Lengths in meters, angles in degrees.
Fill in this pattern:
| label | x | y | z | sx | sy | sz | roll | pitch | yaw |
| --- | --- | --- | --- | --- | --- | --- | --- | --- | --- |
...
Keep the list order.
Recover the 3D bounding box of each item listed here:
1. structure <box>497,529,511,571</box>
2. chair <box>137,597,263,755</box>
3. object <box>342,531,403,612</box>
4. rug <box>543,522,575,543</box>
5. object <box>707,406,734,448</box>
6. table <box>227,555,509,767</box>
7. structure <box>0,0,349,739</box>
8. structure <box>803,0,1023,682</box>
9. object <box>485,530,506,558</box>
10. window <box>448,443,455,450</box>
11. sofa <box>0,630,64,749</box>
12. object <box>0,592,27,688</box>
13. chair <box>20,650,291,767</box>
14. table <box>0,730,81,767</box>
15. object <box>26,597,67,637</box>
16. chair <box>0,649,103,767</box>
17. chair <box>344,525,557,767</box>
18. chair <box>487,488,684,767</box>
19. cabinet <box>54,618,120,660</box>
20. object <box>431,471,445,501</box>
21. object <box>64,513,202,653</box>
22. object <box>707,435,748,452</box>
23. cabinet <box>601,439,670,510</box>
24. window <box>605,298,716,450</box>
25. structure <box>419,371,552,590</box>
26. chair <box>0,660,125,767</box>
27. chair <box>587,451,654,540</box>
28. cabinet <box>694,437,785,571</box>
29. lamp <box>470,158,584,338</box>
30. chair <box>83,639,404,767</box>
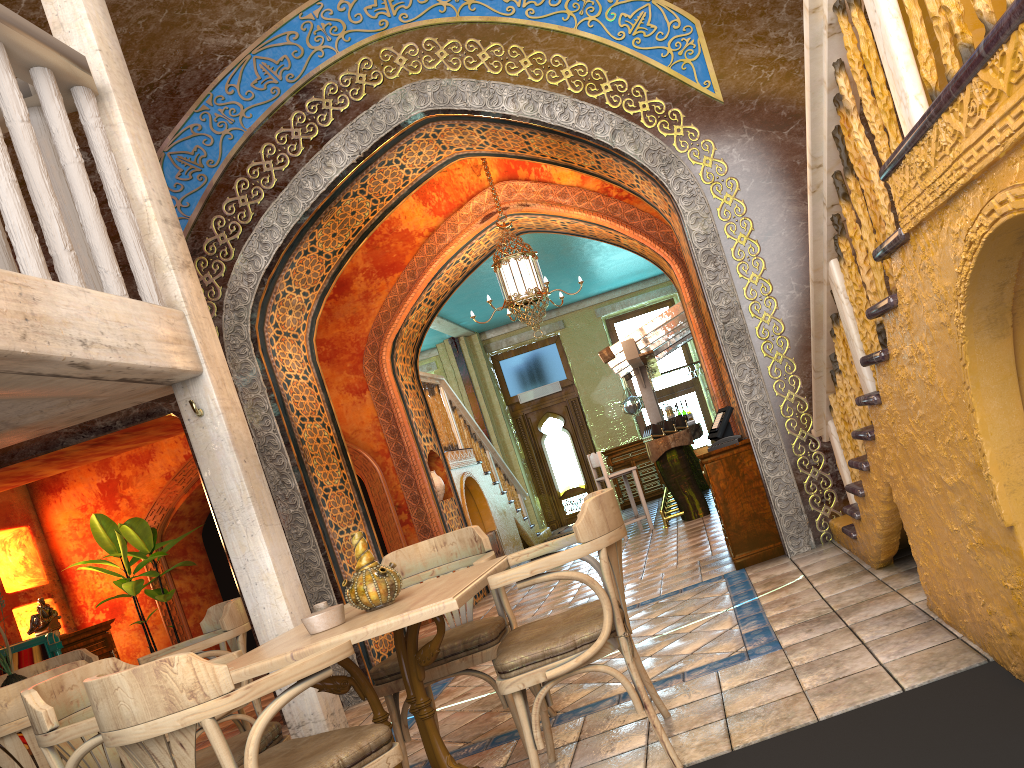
| label | x | y | z | sx | sy | sz | roll | pitch | yaw |
| --- | --- | --- | --- | --- | --- | --- | --- | --- | --- |
| structure | -0.250 | 2.466 | 12.092 | 0.107 | 0.690 | 1.024 | -18 | -3 | 9 |
| chair | -1.892 | 2.021 | 5.328 | 0.766 | 1.186 | 0.701 | -18 | 0 | -37 |
| object | -0.611 | 0.789 | 3.619 | 0.224 | 0.337 | 0.238 | -19 | 0 | 13 |
| rug | 1.377 | 2.832 | 17.094 | 1.300 | 0.039 | 2.425 | -19 | -6 | 7 |
| object | 1.898 | 0.393 | 7.776 | 0.259 | 0.319 | 0.447 | -18 | -3 | -3 |
| table | -0.458 | 1.448 | 3.653 | 1.050 | 1.008 | 1.059 | -18 | -2 | 4 |
| structure | -7.177 | 0.690 | 1.456 | 9.800 | 6.518 | 6.924 | -18 | -2 | 2 |
| structure | 2.583 | -0.532 | 4.521 | 1.818 | 3.147 | 6.538 | -19 | -4 | 9 |
| object | -0.272 | 2.380 | 12.073 | 0.149 | 0.557 | 0.893 | -18 | -4 | 9 |
| window | -1.875 | 1.688 | 17.947 | 1.537 | 3.444 | 0.087 | -19 | 2 | -2 |
| sofa | -4.873 | 3.099 | 6.881 | 1.158 | 1.373 | 2.511 | -19 | -4 | 7 |
| object | -2.989 | 1.570 | 4.799 | 0.617 | 0.721 | 0.261 | -19 | 1 | 16 |
| chair | -1.328 | 1.623 | 3.395 | 0.709 | 1.186 | 0.766 | -19 | 0 | -2 |
| table | -2.557 | 2.299 | 4.836 | 1.092 | 0.953 | 0.902 | -17 | -2 | -31 |
| object | -5.045 | 2.533 | 9.149 | 0.169 | 0.472 | 0.344 | -18 | -1 | 9 |
| chair | -2.881 | 2.363 | 5.466 | 0.855 | 1.186 | 0.628 | -18 | 0 | -33 |
| chair | -0.319 | 1.413 | 4.515 | 0.781 | 1.187 | 0.694 | -18 | 0 | 2 |
| chair | 0.293 | 1.130 | 3.778 | 0.709 | 1.186 | 0.766 | -19 | 0 | -2 |
| cabinet | -4.784 | 3.342 | 9.042 | 0.608 | 1.263 | 1.485 | -18 | -2 | 8 |
| object | -0.980 | 1.293 | 10.717 | 0.236 | 0.386 | 0.266 | -19 | 0 | 21 |
| object | -4.049 | 2.577 | 9.784 | 1.087 | 2.439 | 1.313 | -18 | 1 | 29 |
| object | 1.839 | 0.505 | 7.325 | 0.378 | 0.087 | 0.343 | -20 | -6 | 19 |
| cabinet | 2.602 | 1.859 | 17.727 | 1.116 | 1.312 | 0.612 | -18 | 1 | 1 |
| window | 3.226 | 0.028 | 18.145 | 1.537 | 3.444 | 0.087 | -19 | 2 | -2 |
| structure | -1.055 | 1.725 | 14.137 | 1.778 | 3.148 | 5.944 | -19 | -4 | 8 |
| chair | -2.283 | 2.030 | 4.233 | 0.858 | 1.186 | 0.625 | -18 | 0 | -37 |
| chair | 1.590 | 1.570 | 12.443 | 0.532 | 1.345 | 0.466 | -19 | 1 | -21 |
| cabinet | 2.087 | 1.065 | 7.897 | 0.487 | 1.056 | 1.510 | -19 | -3 | 8 |
| lamp | -0.063 | -1.625 | 9.239 | 1.285 | 2.381 | 1.124 | -19 | 1 | 3 |
| chair | -0.830 | 1.400 | 2.865 | 0.711 | 1.186 | 0.757 | -19 | 0 | 33 |
